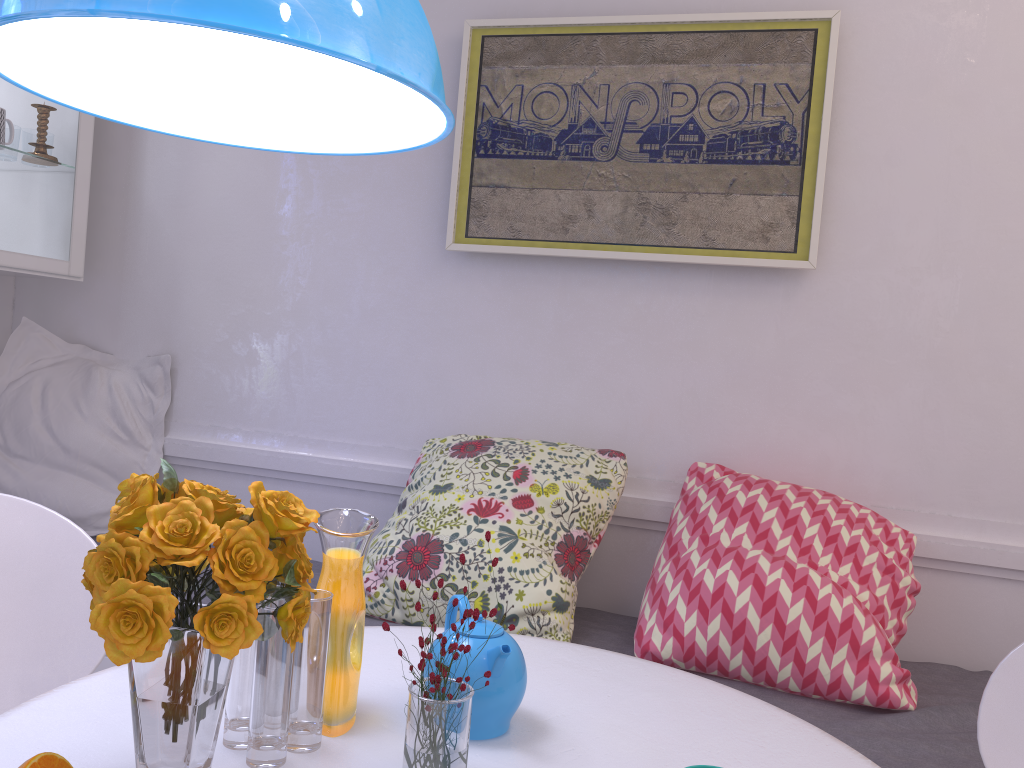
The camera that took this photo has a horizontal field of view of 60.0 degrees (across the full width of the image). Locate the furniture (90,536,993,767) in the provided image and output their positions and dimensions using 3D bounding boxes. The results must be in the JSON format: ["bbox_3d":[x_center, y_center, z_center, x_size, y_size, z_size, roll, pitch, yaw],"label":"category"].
[{"bbox_3d":[-0.094,0.797,2.065,3.296,0.508,0.769,5,2,16],"label":"furniture"}]

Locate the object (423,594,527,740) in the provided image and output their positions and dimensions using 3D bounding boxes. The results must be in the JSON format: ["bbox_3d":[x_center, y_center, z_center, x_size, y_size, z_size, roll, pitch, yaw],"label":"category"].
[{"bbox_3d":[-0.051,0.375,1.184,0.150,0.151,0.156,6,2,20],"label":"object"}]

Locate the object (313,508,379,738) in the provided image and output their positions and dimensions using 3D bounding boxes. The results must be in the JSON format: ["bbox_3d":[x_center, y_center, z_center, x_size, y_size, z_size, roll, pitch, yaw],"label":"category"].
[{"bbox_3d":[-0.225,0.304,1.163,0.116,0.267,0.094,7,2,43],"label":"object"}]

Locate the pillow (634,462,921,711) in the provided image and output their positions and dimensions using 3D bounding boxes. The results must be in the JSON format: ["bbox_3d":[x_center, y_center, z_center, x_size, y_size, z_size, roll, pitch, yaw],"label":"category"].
[{"bbox_3d":[0.608,0.428,2.009,0.587,0.424,0.491,6,2,19],"label":"pillow"}]

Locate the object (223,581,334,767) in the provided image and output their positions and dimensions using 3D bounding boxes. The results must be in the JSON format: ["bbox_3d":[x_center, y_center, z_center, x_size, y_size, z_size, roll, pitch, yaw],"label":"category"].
[{"bbox_3d":[-0.283,0.342,1.069,0.101,0.186,0.122,3,2,-44],"label":"object"}]

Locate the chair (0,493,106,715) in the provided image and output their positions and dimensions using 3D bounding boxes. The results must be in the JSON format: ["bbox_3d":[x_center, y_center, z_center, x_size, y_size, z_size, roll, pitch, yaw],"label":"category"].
[{"bbox_3d":[-0.765,0.599,1.167,0.604,0.845,0.483,4,2,-28],"label":"chair"}]

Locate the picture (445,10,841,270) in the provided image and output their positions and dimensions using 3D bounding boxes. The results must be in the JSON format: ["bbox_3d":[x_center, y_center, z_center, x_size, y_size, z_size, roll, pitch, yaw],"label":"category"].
[{"bbox_3d":[0.309,-0.638,2.305,0.971,0.629,0.020,5,2,16],"label":"picture"}]

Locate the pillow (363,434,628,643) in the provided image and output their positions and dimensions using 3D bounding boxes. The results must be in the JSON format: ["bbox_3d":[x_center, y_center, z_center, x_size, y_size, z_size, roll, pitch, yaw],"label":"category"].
[{"bbox_3d":[-0.044,0.362,2.205,0.592,0.447,0.509,6,2,21],"label":"pillow"}]

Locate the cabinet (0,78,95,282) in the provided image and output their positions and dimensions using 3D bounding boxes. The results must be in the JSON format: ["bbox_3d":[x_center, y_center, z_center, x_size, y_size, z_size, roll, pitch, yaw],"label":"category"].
[{"bbox_3d":[-1.542,-0.980,2.353,0.425,1.311,0.823,5,2,16],"label":"cabinet"}]

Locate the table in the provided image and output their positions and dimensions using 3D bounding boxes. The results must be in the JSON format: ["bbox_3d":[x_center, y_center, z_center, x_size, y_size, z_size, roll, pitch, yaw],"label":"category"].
[{"bbox_3d":[-0.095,0.769,1.024,1.140,0.629,1.140,3,3,-45],"label":"table"}]

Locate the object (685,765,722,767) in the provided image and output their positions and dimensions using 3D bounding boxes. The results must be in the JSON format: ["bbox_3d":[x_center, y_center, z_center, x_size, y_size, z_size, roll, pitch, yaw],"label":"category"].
[{"bbox_3d":[0.221,0.455,0.963,0.088,0.043,0.088,6,2,24],"label":"object"}]

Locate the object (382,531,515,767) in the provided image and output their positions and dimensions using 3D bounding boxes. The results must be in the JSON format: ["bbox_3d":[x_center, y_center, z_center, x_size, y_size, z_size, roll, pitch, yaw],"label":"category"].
[{"bbox_3d":[-0.067,0.311,1.014,0.128,0.287,0.128,6,2,18],"label":"object"}]

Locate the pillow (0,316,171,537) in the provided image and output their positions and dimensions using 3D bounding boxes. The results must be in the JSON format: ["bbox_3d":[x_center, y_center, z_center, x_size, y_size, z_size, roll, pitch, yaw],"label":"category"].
[{"bbox_3d":[-1.371,0.126,2.711,0.677,0.642,0.374,5,2,-13],"label":"pillow"}]

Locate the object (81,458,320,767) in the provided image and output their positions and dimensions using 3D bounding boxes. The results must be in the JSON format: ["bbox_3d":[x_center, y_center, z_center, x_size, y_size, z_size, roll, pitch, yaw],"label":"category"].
[{"bbox_3d":[-0.327,0.260,0.924,0.235,0.351,0.234,4,2,-19],"label":"object"}]

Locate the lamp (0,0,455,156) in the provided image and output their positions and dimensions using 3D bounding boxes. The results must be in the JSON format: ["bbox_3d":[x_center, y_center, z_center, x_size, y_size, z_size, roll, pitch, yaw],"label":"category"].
[{"bbox_3d":[-0.273,-1.326,1.094,0.568,1.948,0.568,3,2,-40],"label":"lamp"}]

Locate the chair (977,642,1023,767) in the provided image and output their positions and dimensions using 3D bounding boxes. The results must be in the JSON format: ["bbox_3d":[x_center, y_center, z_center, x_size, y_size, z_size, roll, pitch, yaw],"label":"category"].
[{"bbox_3d":[0.679,0.728,1.039,0.483,0.845,0.604,3,2,-39],"label":"chair"}]

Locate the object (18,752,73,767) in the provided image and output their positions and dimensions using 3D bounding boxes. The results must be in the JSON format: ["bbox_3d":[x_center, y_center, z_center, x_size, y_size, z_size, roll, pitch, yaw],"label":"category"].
[{"bbox_3d":[-0.379,0.378,0.694,0.129,0.075,0.285,4,2,-37],"label":"object"}]
